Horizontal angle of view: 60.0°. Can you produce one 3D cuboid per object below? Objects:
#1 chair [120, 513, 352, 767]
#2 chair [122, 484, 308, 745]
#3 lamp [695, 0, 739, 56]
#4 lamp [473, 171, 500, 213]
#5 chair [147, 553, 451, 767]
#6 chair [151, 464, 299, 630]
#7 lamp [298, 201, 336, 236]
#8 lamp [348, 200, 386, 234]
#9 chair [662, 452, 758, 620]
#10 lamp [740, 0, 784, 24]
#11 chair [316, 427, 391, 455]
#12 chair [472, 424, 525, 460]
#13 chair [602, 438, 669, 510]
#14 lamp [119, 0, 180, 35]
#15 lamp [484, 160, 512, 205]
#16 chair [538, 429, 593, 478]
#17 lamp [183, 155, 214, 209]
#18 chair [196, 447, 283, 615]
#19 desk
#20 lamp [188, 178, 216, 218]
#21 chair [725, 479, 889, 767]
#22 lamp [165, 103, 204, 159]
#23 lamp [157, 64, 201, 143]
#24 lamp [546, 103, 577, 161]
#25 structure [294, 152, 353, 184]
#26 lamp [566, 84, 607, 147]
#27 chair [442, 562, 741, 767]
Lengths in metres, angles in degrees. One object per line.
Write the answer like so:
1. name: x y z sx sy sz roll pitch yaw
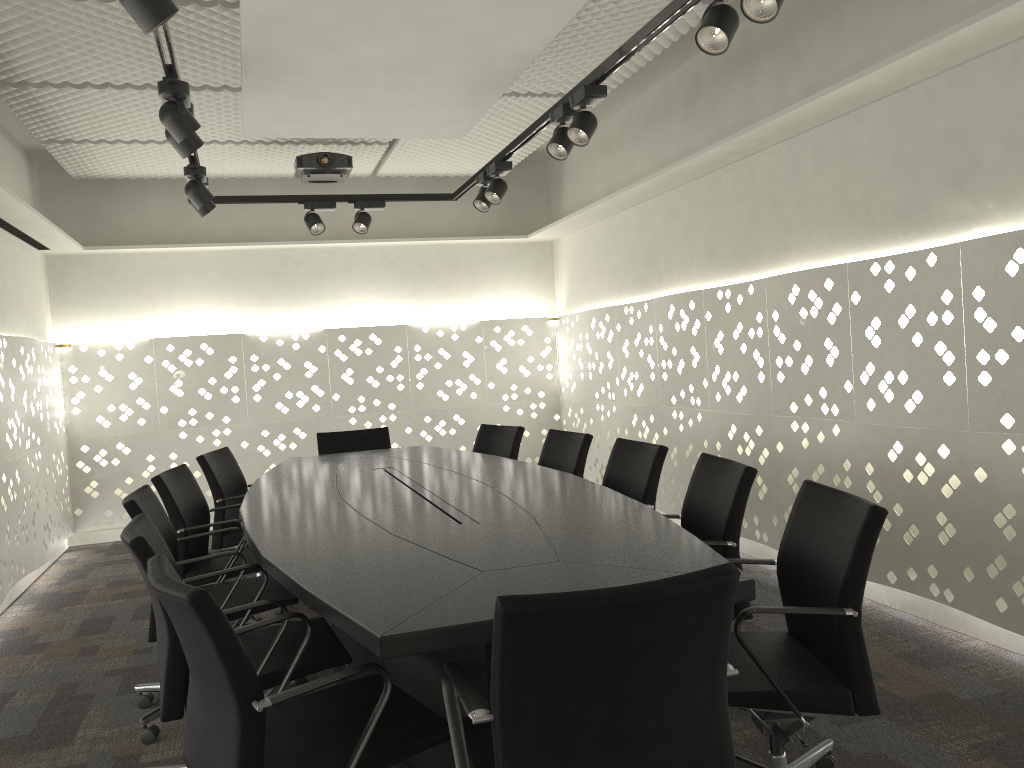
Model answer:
1. chair: -0.741 0.719 2.364 0.579 0.757 0.559 -4 2 -17
2. chair: -1.014 0.717 3.003 0.579 0.757 0.559 -4 2 -12
3. lamp: 0.541 -0.978 2.306 0.126 0.224 0.213 -4 2 -14
4. lamp: -0.142 -1.005 4.595 0.126 0.224 0.213 -4 2 -14
5. chair: -0.449 0.717 1.823 0.579 0.757 0.559 -5 2 -27
6. chair: -1.152 0.706 3.625 0.579 0.757 0.559 -4 2 -2
7. lamp: -1.100 -0.955 5.026 0.213 0.224 0.126 -4 2 -14
8. lamp: -0.830 -0.976 5.116 0.214 0.224 0.118 -5 2 -28
9. chair: 0.493 0.626 2.747 0.579 0.757 0.559 -4 2 -2
10. lamp: 0.605 -0.975 2.092 0.126 0.224 0.213 -4 2 -14
11. chair: -0.825 0.643 4.956 0.559 0.757 0.579 -4 2 -12
12. chair: -0.198 0.611 4.648 0.579 0.757 0.559 -5 2 -27
13. chair: 0.334 0.615 3.404 0.579 0.757 0.559 -4 2 -12
14. lamp: -0.802 -0.878 1.957 0.126 0.224 0.213 -4 2 -14
15. lamp: -0.078 -1.002 4.381 0.126 0.224 0.213 -4 2 -14
16. chair: 0.107 0.610 4.034 0.579 0.757 0.559 -4 2 -17
17. lamp: -1.421 -0.902 4.032 0.126 0.224 0.213 -4 2 -14
18. chair: -1.228 0.688 4.359 0.579 0.757 0.559 -4 2 3
19. desk: -0.336 0.715 3.243 1.223 0.658 3.364 -4 2 -17
20. lamp: -1.485 -0.905 4.246 0.126 0.224 0.213 -4 2 -14
21. chair: 0.587 0.641 2.061 0.579 0.757 0.559 -4 2 3
22. lamp: -1.140 -0.891 3.089 0.126 0.224 0.213 -4 2 -14
23. lamp: -1.076 -0.889 2.875 0.126 0.224 0.213 -4 2 -14
24. lamp: 0.196 -0.991 3.463 0.126 0.224 0.213 -4 2 -14
25. structure: -1.140 -1.301 5.350 0.327 0.144 0.371 -4 2 -17
26. lamp: 0.260 -0.989 3.249 0.126 0.224 0.213 -4 2 -14
27. chair: 0.126 0.686 1.616 0.559 0.757 0.579 -4 2 -12
